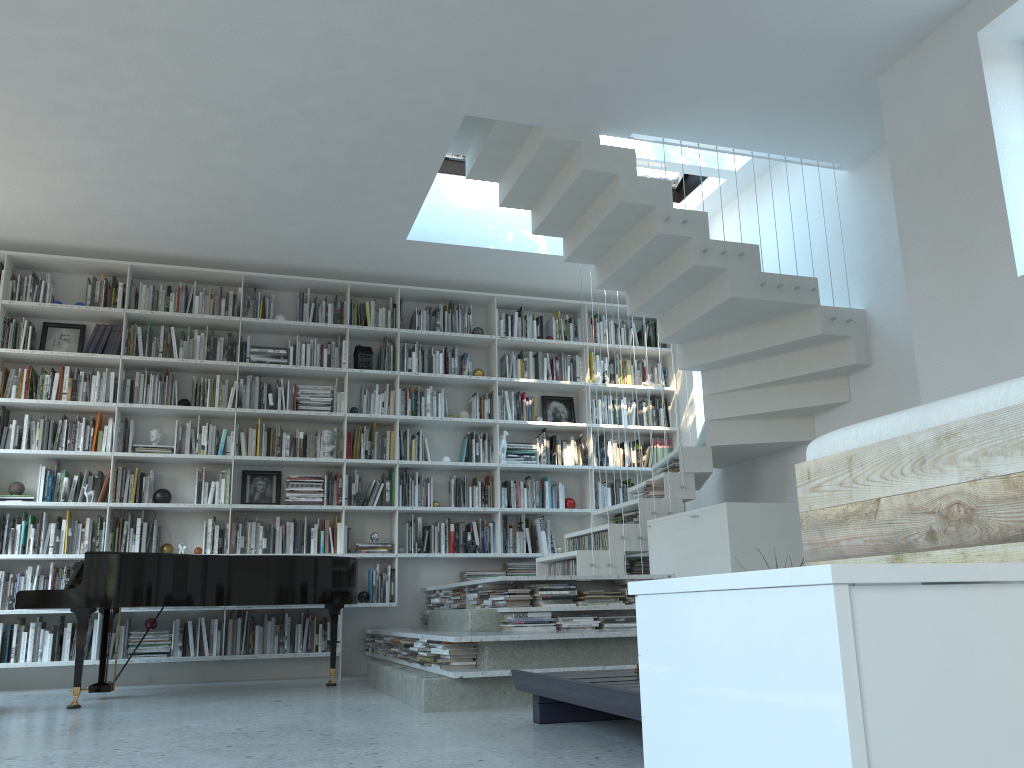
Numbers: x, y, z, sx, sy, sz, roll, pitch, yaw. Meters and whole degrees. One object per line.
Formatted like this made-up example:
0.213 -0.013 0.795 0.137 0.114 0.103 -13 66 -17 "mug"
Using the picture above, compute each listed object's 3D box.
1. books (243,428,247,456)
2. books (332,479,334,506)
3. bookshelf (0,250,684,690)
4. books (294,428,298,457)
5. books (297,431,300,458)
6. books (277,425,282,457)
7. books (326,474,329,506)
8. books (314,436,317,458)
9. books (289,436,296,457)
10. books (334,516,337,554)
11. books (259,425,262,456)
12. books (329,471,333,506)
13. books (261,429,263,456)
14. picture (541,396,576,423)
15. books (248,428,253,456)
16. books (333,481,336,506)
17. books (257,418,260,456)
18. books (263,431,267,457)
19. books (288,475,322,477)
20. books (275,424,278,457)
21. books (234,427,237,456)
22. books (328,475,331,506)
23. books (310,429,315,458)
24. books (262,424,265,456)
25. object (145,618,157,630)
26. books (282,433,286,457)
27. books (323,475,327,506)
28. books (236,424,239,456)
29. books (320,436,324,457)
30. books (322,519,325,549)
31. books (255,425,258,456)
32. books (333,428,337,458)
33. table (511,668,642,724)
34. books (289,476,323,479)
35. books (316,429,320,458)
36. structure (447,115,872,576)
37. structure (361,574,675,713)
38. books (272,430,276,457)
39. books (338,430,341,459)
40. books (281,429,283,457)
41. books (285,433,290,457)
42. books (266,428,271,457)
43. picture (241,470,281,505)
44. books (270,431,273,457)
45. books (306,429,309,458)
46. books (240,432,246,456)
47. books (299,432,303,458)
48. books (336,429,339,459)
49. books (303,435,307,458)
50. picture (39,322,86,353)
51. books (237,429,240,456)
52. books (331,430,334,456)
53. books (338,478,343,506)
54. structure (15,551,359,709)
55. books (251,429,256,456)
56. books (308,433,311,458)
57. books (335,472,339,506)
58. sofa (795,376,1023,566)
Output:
-2.092 0.482 6.958 0.042 0.241 0.162 3 -15 -17 "books"
-1.439 0.881 7.079 0.013 0.232 0.134 3 -15 -17 "books"
-1.551 0.701 7.011 6.298 3.133 0.331 3 -14 -17 "bookshelf"
-1.722 0.494 7.073 0.014 0.258 0.162 3 -15 -17 "books"
-1.709 0.506 7.070 0.010 0.233 0.175 3 -15 -17 "books"
-1.846 0.478 7.018 0.028 0.267 0.190 3 -15 -17 "books"
-1.478 0.861 7.053 0.011 0.260 0.184 3 -15 -17 "books"
-1.584 0.530 7.120 0.022 0.206 0.114 3 -15 -17 "books"
-1.754 0.524 7.065 0.050 0.198 0.146 3 -15 -17 "books"
-1.398 1.204 7.006 0.011 0.299 0.149 3 -15 -17 "books"
-1.981 0.469 6.967 0.015 0.266 0.189 3 -15 -17 "books"
-1.448 0.852 7.076 0.011 0.287 0.152 3 -15 -17 "books"
-1.979 0.488 6.998 0.010 0.244 0.150 3 -15 -17 "books"
0.415 0.252 7.880 0.300 0.299 0.078 3 -14 -17 "picture"
-2.063 0.483 6.978 0.026 0.247 0.139 3 -15 -17 "books"
-1.422 0.889 7.081 0.021 0.217 0.132 3 -15 -17 "books"
-1.995 0.444 6.969 0.014 0.316 0.188 3 -15 -17 "books"
-1.954 0.499 7.009 0.024 0.228 0.148 3 -15 -17 "books"
-1.642 0.740 7.035 0.254 0.012 0.161 2 -15 -13 "books"
-1.870 0.473 7.027 0.013 0.283 0.177 3 -15 -17 "books"
-2.163 0.474 6.944 0.012 0.253 0.161 3 -15 -17 "books"
-1.460 0.867 7.070 0.013 0.255 0.163 3 -15 -17 "books"
-1.602 0.500 7.104 0.025 0.258 0.151 3 -15 -17 "books"
-1.964 0.467 6.989 0.010 0.280 0.171 3 -15 -17 "books"
-2.618 1.741 6.433 0.086 0.087 0.086 10 -18 -38 "object"
-1.815 0.509 7.036 0.024 0.216 0.175 3 -15 -17 "books"
-1.490 0.864 7.051 0.012 0.253 0.161 3 -15 -17 "books"
-2.156 0.463 6.959 0.010 0.281 0.140 3 -15 -17 "books"
-1.532 0.533 7.126 0.035 0.201 0.149 3 -15 -17 "books"
-1.487 1.209 6.986 0.010 0.283 0.132 3 -14 -17 "books"
-2.019 0.470 7.002 0.010 0.283 0.137 3 -15 -17 "books"
-1.439 0.504 7.174 0.025 0.278 0.108 3 -14 -17 "books"
0.789 1.182 3.295 1.270 0.217 1.261 3 -15 -17 "table"
-1.642 0.752 7.034 0.254 0.012 0.161 4 -15 -20 "books"
-1.561 0.504 7.127 0.024 0.258 0.127 3 -15 -17 "books"
0.738 -0.073 6.056 2.614 3.372 1.959 3 -15 -17 "structure"
0.531 1.653 5.968 2.900 0.657 3.121 3 -15 -17 "structure"
-1.890 0.497 7.022 0.025 0.235 0.137 3 -15 -17 "books"
-1.405 0.513 7.178 0.014 0.260 0.137 3 -15 -17 "books"
-1.836 0.494 7.047 0.011 0.251 0.131 3 -15 -17 "books"
-1.789 0.511 7.044 0.030 0.214 0.169 3 -15 -17 "books"
-1.931 0.487 7.026 0.028 0.258 0.135 3 -15 -17 "books"
-1.971 0.826 6.967 0.300 0.299 0.078 3 -14 -17 "picture"
-1.906 0.498 7.009 0.012 0.227 0.170 3 -15 -17 "books"
-1.637 0.500 7.073 0.012 0.244 0.186 3 -15 -17 "books"
-2.106 0.494 6.938 0.053 0.208 0.156 3 -15 -17 "books"
-1.687 0.509 7.064 0.029 0.223 0.186 3 -15 -17 "books"
-1.415 0.507 7.163 0.014 0.265 0.154 3 -15 -17 "books"
-1.660 0.523 7.072 0.029 0.200 0.179 3 -15 -17 "books"
-3.439 -0.326 6.784 0.300 0.299 0.078 3 -14 -17 "picture"
-2.145 0.486 6.955 0.011 0.234 0.142 3 -15 -17 "books"
-1.459 0.509 7.155 0.025 0.259 0.131 3 -15 -17 "books"
-1.378 0.879 7.068 0.034 0.228 0.200 3 -15 -17 "books"
-1.905 1.505 5.550 1.918 0.830 1.338 3 -15 -17 "structure"
-2.034 0.487 6.979 0.029 0.239 0.156 3 -15 -17 "books"
-1.631 0.517 7.111 0.025 0.229 0.143 3 -15 -17 "books"
-1.403 0.856 7.077 0.011 0.279 0.186 3 -15 -17 "books"
1.680 0.379 1.548 2.195 0.852 0.873 3 -15 -17 "sofa"
